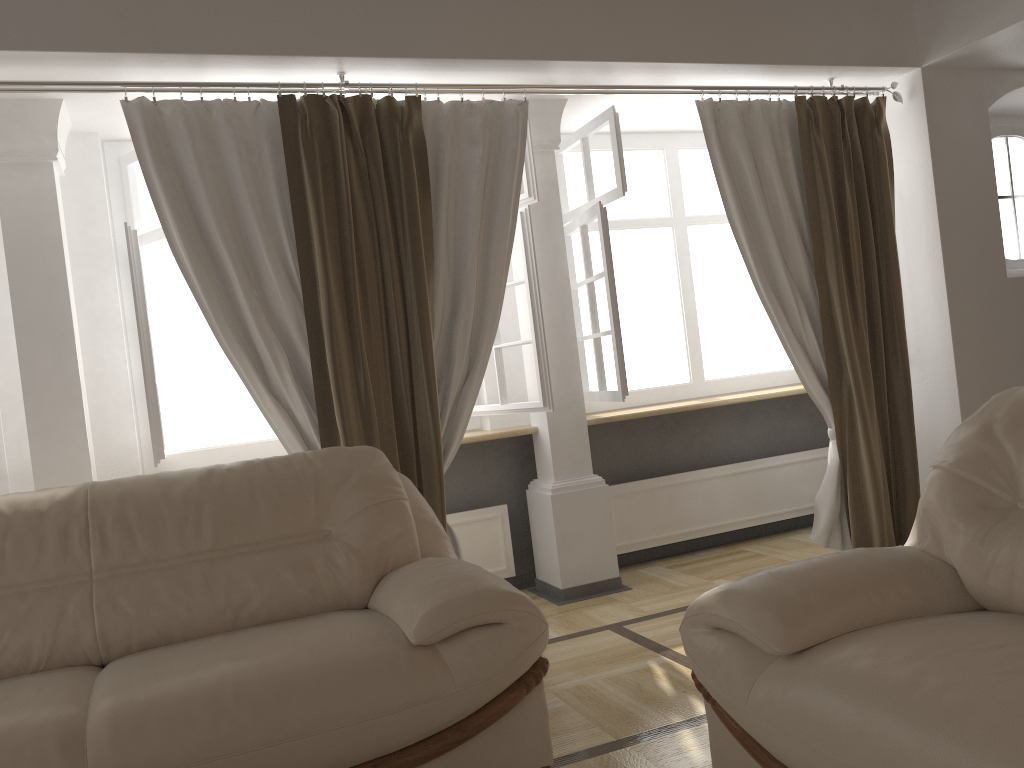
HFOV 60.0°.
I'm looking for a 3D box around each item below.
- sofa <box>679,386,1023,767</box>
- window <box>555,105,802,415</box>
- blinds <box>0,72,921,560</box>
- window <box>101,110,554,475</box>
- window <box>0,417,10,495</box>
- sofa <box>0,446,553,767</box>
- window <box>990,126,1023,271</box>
[{"bbox_3d":[1.077,0.471,1.618,1.052,0.900,1.318,-7,1,-21],"label":"sofa"},{"bbox_3d":[1.050,-0.669,4.661,1.653,1.500,0.782,-7,1,-21],"label":"window"},{"bbox_3d":[-0.617,-0.054,3.380,5.765,2.294,0.285,-7,1,-21],"label":"blinds"},{"bbox_3d":[-0.795,-0.439,3.953,1.759,1.500,0.784,-7,1,-22],"label":"window"},{"bbox_3d":[-2.811,-0.187,3.152,1.600,1.500,0.781,-7,1,-21],"label":"window"},{"bbox_3d":[-1.062,0.721,2.283,2.135,0.900,1.051,-7,1,-21],"label":"sofa"},{"bbox_3d":[2.717,-1.009,4.826,0.600,0.784,0.050,-7,1,-21],"label":"window"}]
